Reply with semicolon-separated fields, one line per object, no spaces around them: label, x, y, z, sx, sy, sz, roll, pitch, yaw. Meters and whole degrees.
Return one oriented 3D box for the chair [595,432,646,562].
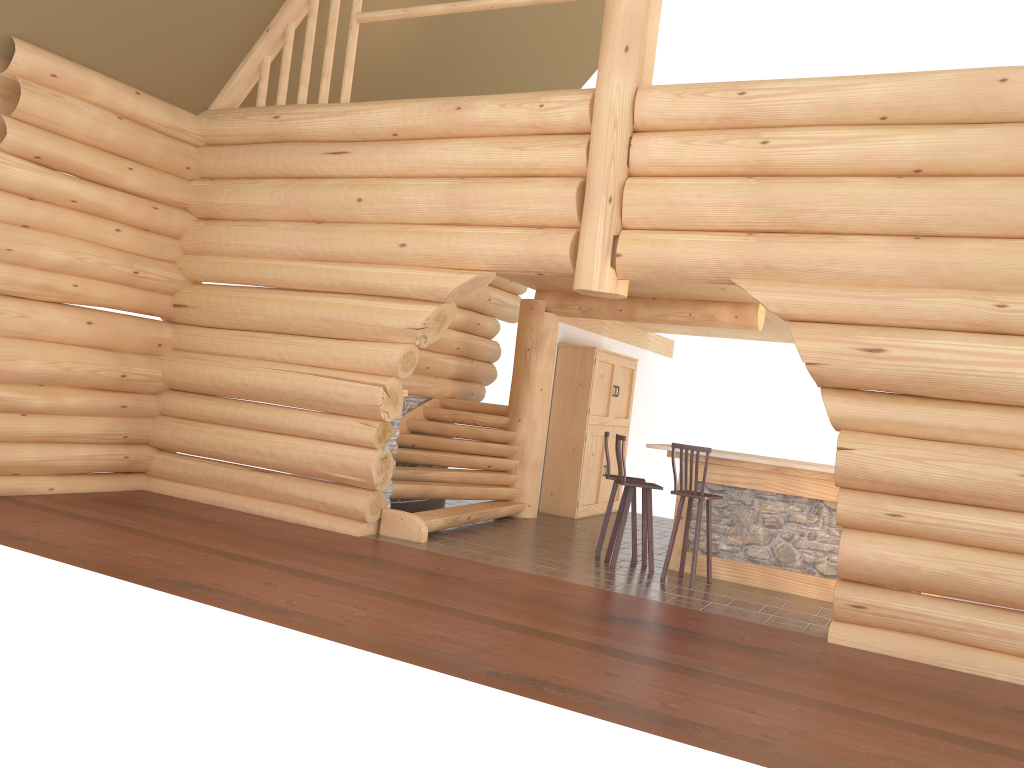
chair;1.174;1.200;9.563;0.504;1.319;0.406;7;-1;7

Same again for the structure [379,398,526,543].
structure;-1.071;0.793;10.971;1.951;1.643;3.604;7;-1;21

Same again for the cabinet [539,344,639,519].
cabinet;1.196;0.714;13.272;0.670;2.403;1.847;6;-1;27

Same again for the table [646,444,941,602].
table;3.008;1.445;9.005;3.220;1.257;1.196;6;-1;27

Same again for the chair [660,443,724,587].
chair;1.753;1.255;8.590;0.406;1.319;0.504;6;-1;37

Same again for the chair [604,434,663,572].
chair;1.244;1.200;9.046;0.504;1.319;0.406;7;-1;-5
